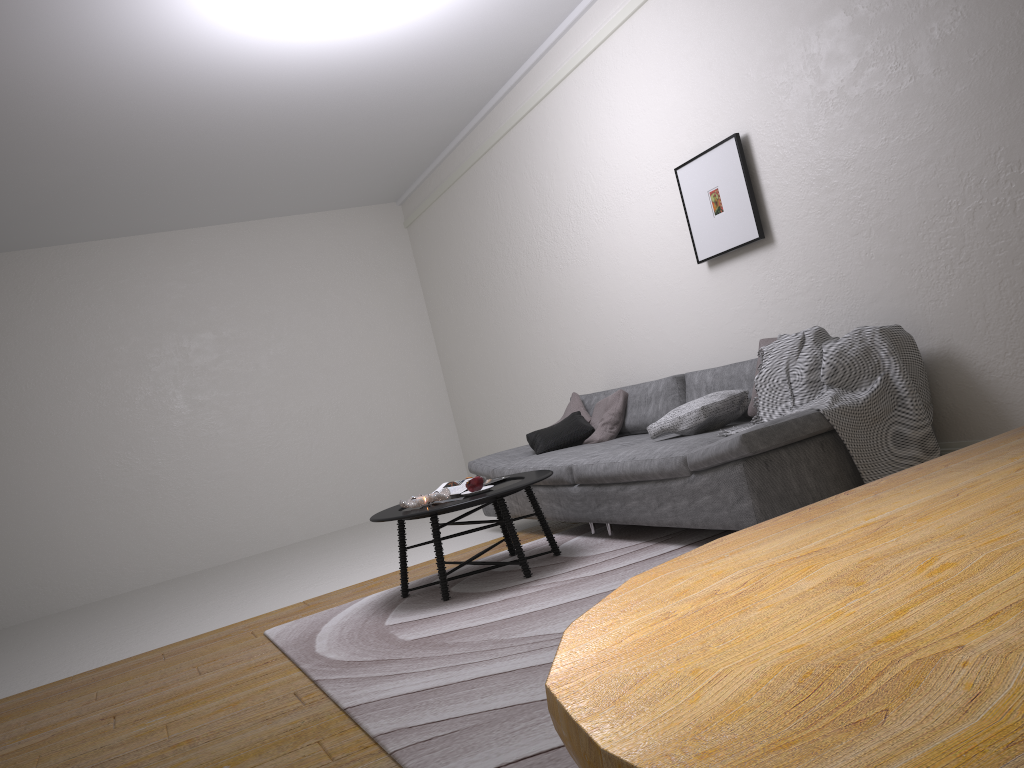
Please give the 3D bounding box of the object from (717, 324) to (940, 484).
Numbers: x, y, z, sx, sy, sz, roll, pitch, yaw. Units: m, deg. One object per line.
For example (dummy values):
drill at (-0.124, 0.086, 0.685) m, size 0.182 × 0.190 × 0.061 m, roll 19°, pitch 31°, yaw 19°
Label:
object at (1.364, 0.182, 3.903) m, size 0.869 × 0.866 × 0.630 m, roll -14°, pitch -1°, yaw 30°

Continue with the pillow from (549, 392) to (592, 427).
pillow at (0.388, 0.298, 6.117) m, size 0.353 × 0.448 × 0.477 m, roll -14°, pitch -1°, yaw -4°

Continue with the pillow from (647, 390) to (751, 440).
pillow at (0.950, 0.162, 4.505) m, size 0.413 × 0.194 × 0.397 m, roll -13°, pitch -1°, yaw -39°

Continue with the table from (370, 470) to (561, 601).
table at (-0.198, 0.768, 4.464) m, size 0.959 × 0.449 × 0.929 m, roll -13°, pitch -1°, yaw -28°

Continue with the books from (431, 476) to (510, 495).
books at (-0.248, 0.529, 4.698) m, size 0.299 × 0.048 × 0.379 m, roll -15°, pitch -1°, yaw 44°

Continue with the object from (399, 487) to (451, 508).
object at (-0.430, 0.571, 4.393) m, size 0.256 × 0.062 × 0.251 m, roll -14°, pitch -1°, yaw -18°

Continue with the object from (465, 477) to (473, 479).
object at (-0.237, 0.529, 4.860) m, size 0.117 × 0.036 × 0.122 m, roll -14°, pitch -1°, yaw 26°

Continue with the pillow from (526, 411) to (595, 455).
pillow at (0.320, 0.349, 5.806) m, size 0.422 × 0.268 × 0.400 m, roll -14°, pitch -1°, yaw -5°

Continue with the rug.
rug at (0.333, 0.831, 3.249) m, size 1.981 × 0.008 × 3.651 m, roll -13°, pitch -1°, yaw -25°

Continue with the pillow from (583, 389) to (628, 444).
pillow at (0.569, 0.228, 5.733) m, size 0.343 × 0.318 × 0.416 m, roll -14°, pitch -1°, yaw -25°

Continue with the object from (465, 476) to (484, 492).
object at (-0.177, 0.495, 4.368) m, size 0.110 × 0.082 × 0.089 m, roll -14°, pitch -1°, yaw 9°

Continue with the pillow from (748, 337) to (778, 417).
pillow at (1.289, -0.039, 4.179) m, size 0.245 × 0.390 × 0.420 m, roll -14°, pitch -1°, yaw -24°

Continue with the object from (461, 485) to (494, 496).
object at (-0.169, 0.530, 4.379) m, size 0.165 × 0.015 × 0.170 m, roll -14°, pitch -1°, yaw 20°

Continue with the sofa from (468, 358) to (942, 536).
sofa at (0.790, 0.376, 5.005) m, size 1.119 × 0.772 × 3.011 m, roll -14°, pitch -1°, yaw -25°
